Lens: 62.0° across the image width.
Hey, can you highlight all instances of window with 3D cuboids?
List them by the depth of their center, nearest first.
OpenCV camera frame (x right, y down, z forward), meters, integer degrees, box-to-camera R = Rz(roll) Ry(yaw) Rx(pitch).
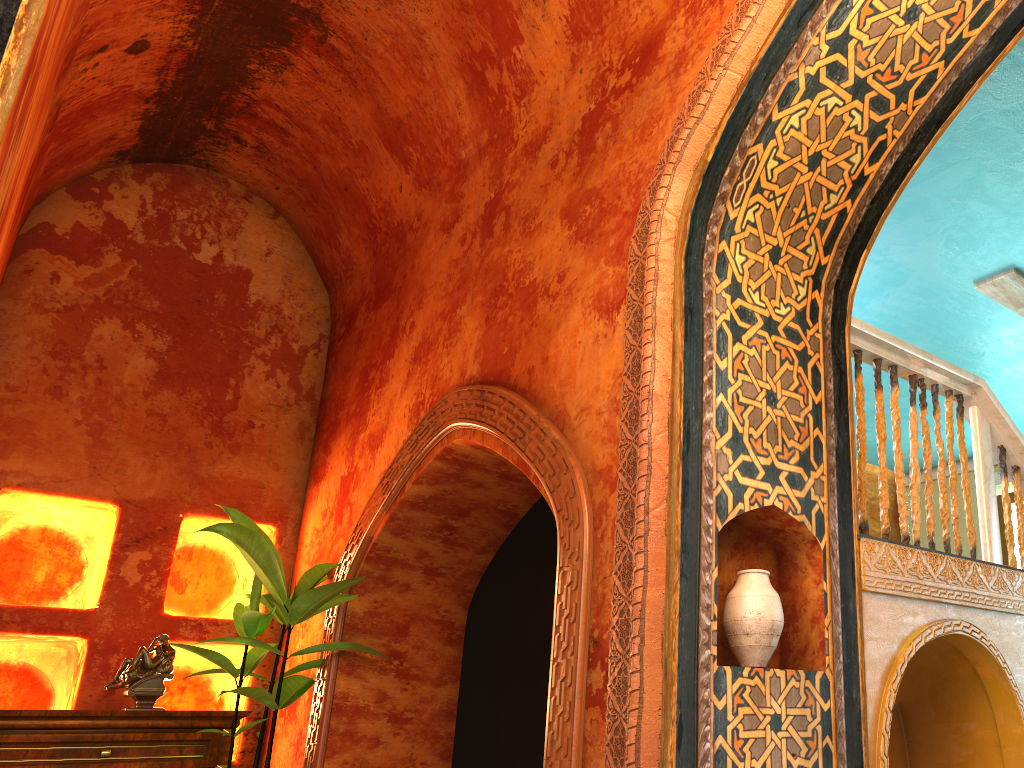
[{"bbox_3d":[6.463,2.815,9.934,0.099,3.359,1.383,16,-22,-30],"label":"window"}]

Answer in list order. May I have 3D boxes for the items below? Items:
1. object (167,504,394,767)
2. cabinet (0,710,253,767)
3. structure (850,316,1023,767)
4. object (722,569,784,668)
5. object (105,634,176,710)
[{"bbox_3d":[-1.382,1.975,5.023,1.286,2.380,1.142,7,-19,-10],"label":"object"},{"bbox_3d":[-2.493,2.553,4.931,1.649,1.236,0.555,16,-23,-34],"label":"cabinet"},{"bbox_3d":[3.657,2.076,6.227,6.596,3.089,1.624,16,-23,-34],"label":"structure"},{"bbox_3d":[0.984,0.958,3.472,0.272,0.377,0.236,9,-20,-17],"label":"object"},{"bbox_3d":[-2.306,1.792,5.308,0.381,0.461,0.155,16,-22,-33],"label":"object"}]
